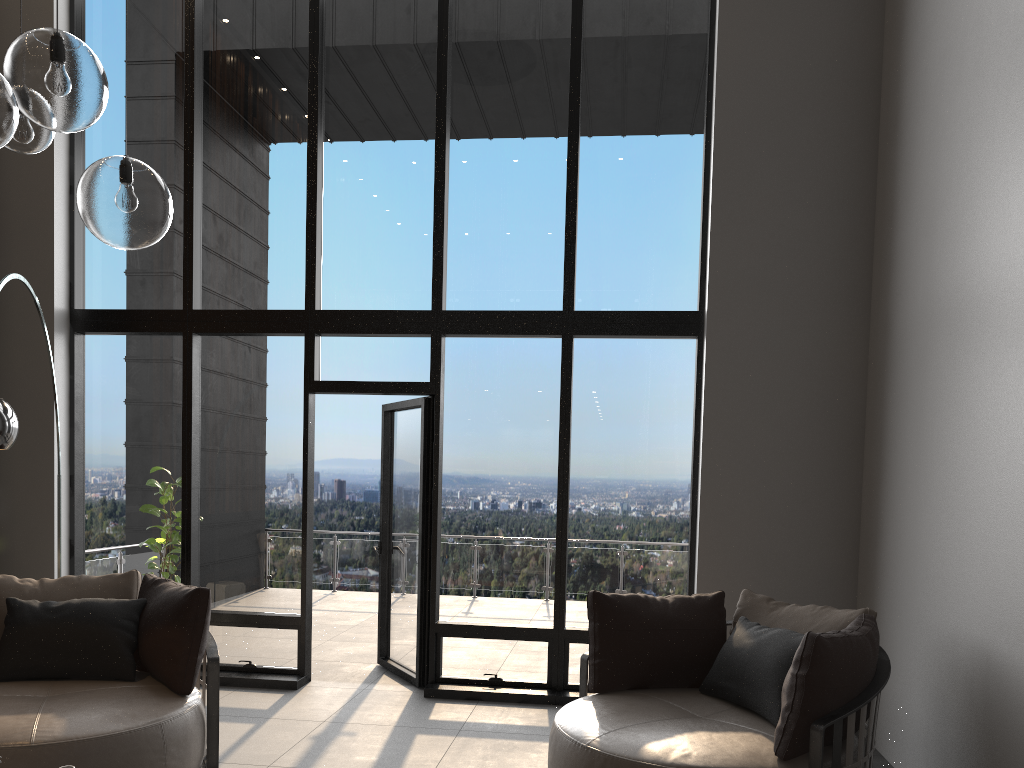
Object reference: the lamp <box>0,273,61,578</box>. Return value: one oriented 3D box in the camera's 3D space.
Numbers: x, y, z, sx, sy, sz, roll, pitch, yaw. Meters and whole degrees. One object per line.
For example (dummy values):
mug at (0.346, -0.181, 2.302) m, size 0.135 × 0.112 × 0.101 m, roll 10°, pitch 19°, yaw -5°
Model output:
lamp at (-2.317, 0.661, 4.176) m, size 0.320 × 2.341 × 2.030 m, roll 1°, pitch -1°, yaw -16°

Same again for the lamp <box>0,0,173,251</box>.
lamp at (-1.327, -2.484, 2.006) m, size 1.231 × 5.020 × 1.223 m, roll 2°, pitch 2°, yaw 4°

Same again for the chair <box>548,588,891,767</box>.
chair at (0.909, 1.436, 3.941) m, size 1.441 × 0.902 × 1.487 m, roll 0°, pitch -4°, yaw 24°

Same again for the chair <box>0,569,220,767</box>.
chair at (-2.132, 1.365, 4.034) m, size 1.479 × 0.902 × 1.449 m, roll -1°, pitch -4°, yaw 34°

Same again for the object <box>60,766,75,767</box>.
object at (-1.096, 1.067, 2.001) m, size 0.315 × 0.399 × 0.320 m, roll 1°, pitch -1°, yaw 26°

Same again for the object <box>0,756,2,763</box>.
object at (-1.576, 0.977, 2.204) m, size 0.543 × 0.606 × 0.316 m, roll 2°, pitch 1°, yaw -22°
